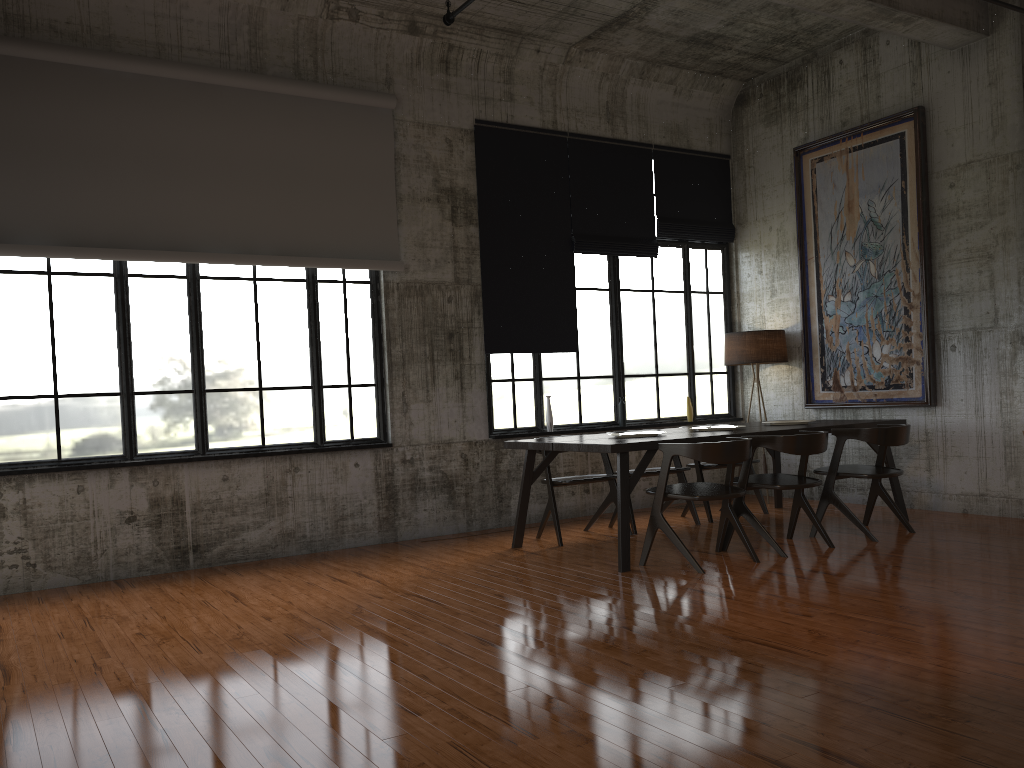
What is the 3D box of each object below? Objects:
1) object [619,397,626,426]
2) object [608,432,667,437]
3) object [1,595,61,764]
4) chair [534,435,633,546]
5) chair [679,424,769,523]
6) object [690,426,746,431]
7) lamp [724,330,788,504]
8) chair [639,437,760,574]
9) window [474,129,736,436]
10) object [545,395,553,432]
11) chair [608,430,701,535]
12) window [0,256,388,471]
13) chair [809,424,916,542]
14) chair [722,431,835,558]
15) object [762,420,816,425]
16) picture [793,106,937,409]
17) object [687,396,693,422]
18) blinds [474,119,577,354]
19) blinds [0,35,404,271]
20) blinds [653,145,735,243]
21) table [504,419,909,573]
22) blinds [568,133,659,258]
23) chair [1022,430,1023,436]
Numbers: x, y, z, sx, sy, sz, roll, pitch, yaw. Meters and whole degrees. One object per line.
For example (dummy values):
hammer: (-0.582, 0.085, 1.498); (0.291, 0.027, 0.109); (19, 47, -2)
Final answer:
object: (1.307, 0.331, 10.513); (0.080, 0.352, 0.080); (-3, 1, -1)
object: (1.126, 0.456, 7.959); (0.526, 0.024, 0.527); (-2, -1, -21)
object: (6.162, 0.917, 7.959); (20.816, 0.657, 8.774); (-2, -1, -32)
chair: (0.636, 1.016, 8.710); (0.877, 0.993, 0.770); (-3, 0, -32)
chair: (2.264, 0.955, 9.720); (0.877, 0.993, 0.770); (-3, 0, -32)
object: (1.968, 0.425, 8.476); (0.526, 0.024, 0.527); (-2, -1, -21)
lamp: (3.006, 0.397, 10.818); (0.752, 2.057, 0.752); (-3, 1, -20)
chair: (1.525, 0.946, 7.109); (0.877, 0.993, 0.770); (-3, 0, -31)
window: (1.249, -1.165, 10.602); (3.809, 3.437, 0.050); (-3, 1, -32)
object: (0.420, 0.333, 9.974); (0.082, 0.411, 0.082); (-2, 1, 19)
chair: (1.403, 0.987, 9.181); (0.877, 0.993, 0.770); (-3, 0, -31)
window: (-3.156, -1.000, 7.899); (4.301, 3.437, 0.050); (-3, 1, -32)
chair: (3.216, 0.882, 8.097); (0.877, 0.993, 0.770); (-3, 0, -35)
chair: (2.292, 0.917, 7.579); (0.877, 0.993, 0.770); (-3, 0, -32)
object: (2.810, 0.393, 8.993); (0.526, 0.024, 0.527); (-2, -1, -21)
picture: (3.881, -1.290, 9.883); (0.142, 3.121, 1.656); (-3, 1, -32)
object: (2.219, 0.311, 11.069); (0.073, 0.318, 0.074); (-2, 1, 21)
blinds: (0.172, -1.608, 9.858); (1.214, 2.535, 0.034); (-3, 1, -32)
blinds: (-3.051, -1.950, 7.755); (4.463, 1.776, 0.137); (-2, 1, -31)
blinds: (2.310, -2.386, 11.155); (1.295, 1.142, 0.052); (-3, 1, -32)
table: (1.942, 0.943, 8.519); (3.700, 1.006, 1.639); (-2, -1, -32)
blinds: (1.217, -2.217, 10.482); (1.254, 1.398, 0.052); (-3, 1, -32)
chair: (4.052, 0.822, 6.598); (0.409, 0.963, 0.410); (-2, 1, 37)
